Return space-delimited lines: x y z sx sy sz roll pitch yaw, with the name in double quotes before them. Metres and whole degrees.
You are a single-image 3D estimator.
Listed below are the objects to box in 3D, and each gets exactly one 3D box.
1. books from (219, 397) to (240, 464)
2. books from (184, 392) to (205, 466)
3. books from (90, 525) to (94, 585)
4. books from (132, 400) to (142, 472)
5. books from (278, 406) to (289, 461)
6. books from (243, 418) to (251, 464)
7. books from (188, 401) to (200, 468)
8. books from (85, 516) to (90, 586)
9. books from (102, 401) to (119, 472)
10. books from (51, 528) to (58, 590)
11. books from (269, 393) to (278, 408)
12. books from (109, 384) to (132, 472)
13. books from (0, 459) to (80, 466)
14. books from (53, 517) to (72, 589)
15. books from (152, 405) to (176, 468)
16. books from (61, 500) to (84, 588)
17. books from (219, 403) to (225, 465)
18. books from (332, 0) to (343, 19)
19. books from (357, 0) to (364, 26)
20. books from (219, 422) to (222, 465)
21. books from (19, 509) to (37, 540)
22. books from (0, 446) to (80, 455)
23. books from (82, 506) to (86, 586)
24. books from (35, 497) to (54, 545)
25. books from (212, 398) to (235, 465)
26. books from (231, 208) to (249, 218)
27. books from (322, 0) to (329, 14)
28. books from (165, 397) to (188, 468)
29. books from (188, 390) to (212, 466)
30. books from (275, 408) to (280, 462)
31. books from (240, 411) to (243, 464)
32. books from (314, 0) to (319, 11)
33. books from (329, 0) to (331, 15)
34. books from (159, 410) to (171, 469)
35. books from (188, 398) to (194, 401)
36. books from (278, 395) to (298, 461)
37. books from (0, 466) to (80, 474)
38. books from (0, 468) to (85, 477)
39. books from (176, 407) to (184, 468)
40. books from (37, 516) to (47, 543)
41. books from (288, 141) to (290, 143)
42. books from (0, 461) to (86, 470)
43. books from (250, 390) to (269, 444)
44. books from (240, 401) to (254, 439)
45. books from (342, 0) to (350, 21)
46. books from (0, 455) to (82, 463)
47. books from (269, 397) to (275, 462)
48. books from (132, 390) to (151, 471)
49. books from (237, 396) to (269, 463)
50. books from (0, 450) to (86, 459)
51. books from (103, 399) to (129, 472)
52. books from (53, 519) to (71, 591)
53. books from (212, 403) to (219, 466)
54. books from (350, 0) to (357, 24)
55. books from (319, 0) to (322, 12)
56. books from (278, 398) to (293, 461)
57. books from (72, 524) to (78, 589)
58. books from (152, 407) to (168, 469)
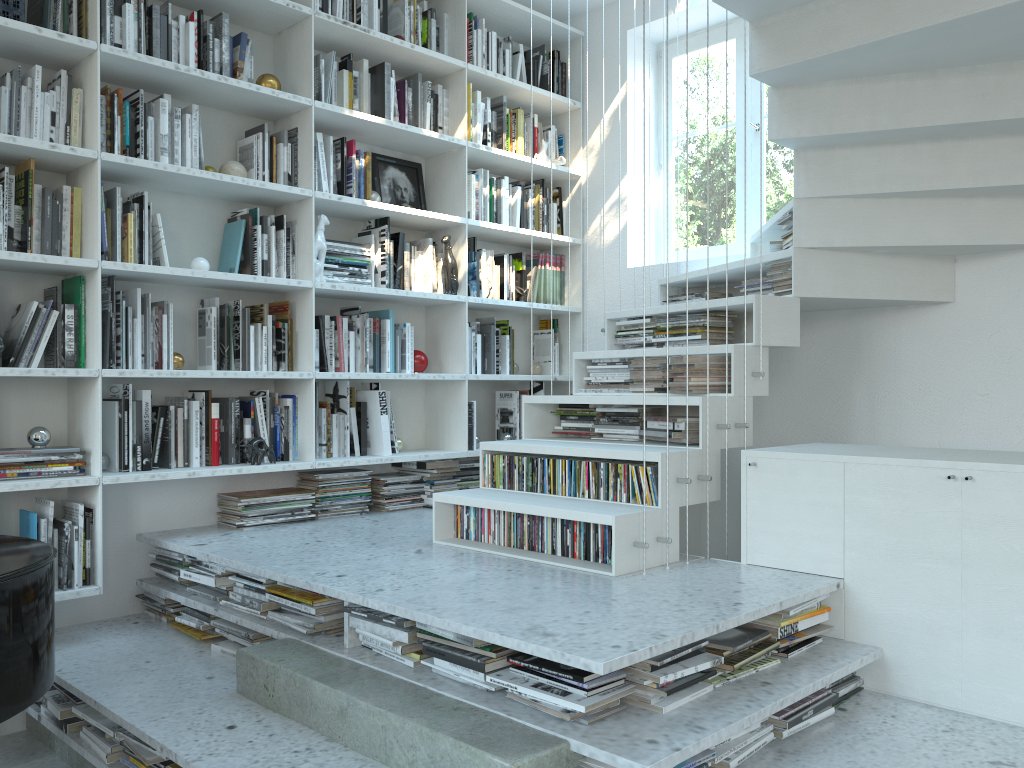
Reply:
"books" -1.144 0.186 3.559 0.169 0.263 0.026 0 0 45
"books" -1.243 0.175 3.470 0.159 0.285 0.012 0 0 45
"books" -1.495 0.586 3.092 0.160 0.206 0.012 0 0 45
"books" -1.410 0.188 3.265 0.178 0.256 0.023 0 0 45
"books" -0.985 0.204 3.697 0.175 0.228 0.025 0 0 45
"books" -1.107 0.227 3.589 0.169 0.181 0.025 0 0 45
"books" -1.261 0.191 3.426 0.181 0.252 0.025 0 0 45
"books" -1.495 0.572 3.074 0.149 0.233 0.013 0 0 45
"books" -1.469 0.189 3.232 0.161 0.254 0.012 0 0 45
"books" -1.572 0.587 3.012 0.139 0.202 0.013 0 0 45
"books" -1.020 0.177 3.706 0.143 0.282 0.012 0 0 45
"books" -1.432 0.158 3.242 0.186 0.316 0.010 0 0 45
"books" -1.621 0.261 3.005 0.254 0.012 0.161 0 0 -40
"books" -1.539 0.576 3.034 0.149 0.225 0.012 0 0 45
"books" -1.327 0.200 3.384 0.142 0.234 0.029 0 0 45
"books" -1.513 0.546 3.046 0.172 0.285 0.021 0 0 45
"books" -1.185 0.196 3.531 0.131 0.242 0.021 0 0 45
"books" -0.796 -1.656 3.889 0.150 0.278 0.048 0 0 45
"books" -0.718 -1.648 3.960 0.168 0.262 0.014 0 0 45
"books" -1.197 0.198 3.510 0.156 0.238 0.025 0 0 45
"books" -1.614 0.556 2.958 0.162 0.264 0.005 0 0 45
"books" -1.616 0.224 2.999 0.254 0.012 0.161 0 0 -36
"books" -1.515 0.553 3.074 0.157 0.271 0.015 0 0 45
"books" -1.589 0.538 2.997 0.149 0.300 0.032 0 0 45
"books" -1.157 0.186 3.536 0.173 0.262 0.026 0 0 45
"books" -1.105 -0.561 3.612 0.135 0.290 0.016 0 0 45
"books" -0.853 -1.638 3.821 0.184 0.242 0.026 0 0 45
"books" -1.291 0.183 3.411 0.171 0.268 0.014 0 0 45
"books" -1.219 0.171 3.463 0.175 0.293 0.012 0 0 45
"books" -1.010 0.208 3.679 0.168 0.220 0.013 0 0 45
"books" -1.128 0.212 3.577 0.135 0.211 0.022 0 0 45
"books" -0.883 -1.609 3.781 0.190 0.182 0.022 0 0 45
"books" -0.841 -1.633 3.844 0.168 0.231 0.024 0 0 45
"books" -1.334 0.208 3.363 0.175 0.217 0.011 0 0 45
"books" -1.269 0.187 3.463 0.098 0.261 0.016 0 0 45
"books" -0.954 0.182 3.738 0.171 0.272 0.025 0 0 45
"books" -1.620 0.285 3.004 0.254 0.012 0.161 0 0 -39
"books" -1.622 0.297 3.006 0.285 0.012 0.159 0 0 -40
"books" -1.306 0.203 3.400 0.159 0.228 0.024 0 0 45
"books" -1.592 0.565 2.967 0.176 0.246 0.014 0 0 45
"books" -0.978 -0.894 3.725 0.155 0.221 0.013 0 0 45
"books" -1.619 0.273 3.002 0.285 0.012 0.159 0 0 -42
"books" -1.042 0.171 3.663 0.134 0.294 0.013 0 0 45
"books" -1.096 0.193 3.603 0.164 0.249 0.012 0 0 45
"books" -0.770 -1.633 3.918 0.148 0.231 0.030 0 0 45
"books" -1.614 0.249 2.997 0.161 0.012 0.254 0 0 45
"books" -1.031 0.186 3.675 0.150 0.265 0.021 0 0 45
"books" -1.391 0.169 3.283 0.188 0.294 0.030 0 0 45
"books" -1.065 0.185 3.627 0.186 0.266 0.070 0 0 45
"books" -1.620 0.236 3.004 0.285 0.012 0.159 0 0 -41
"books" -1.443 0.185 3.230 0.186 0.262 0.023 0 0 45
"books" -1.541 0.576 3.009 0.175 0.225 0.026 0 0 45
"books" -1.206 0.195 3.480 0.184 0.244 0.031 0 0 45
"books" -0.747 -1.683 3.926 0.180 0.332 0.014 0 0 45
"books" -0.875 -1.643 3.806 0.178 0.250 0.025 0 0 45
"books" -0.971 0.189 3.720 0.156 0.258 0.026 0 0 45
"books" -1.519 0.582 3.030 0.178 0.212 0.011 0 0 45
"books" -1.361 0.201 3.335 0.162 0.231 0.065 0 0 45
